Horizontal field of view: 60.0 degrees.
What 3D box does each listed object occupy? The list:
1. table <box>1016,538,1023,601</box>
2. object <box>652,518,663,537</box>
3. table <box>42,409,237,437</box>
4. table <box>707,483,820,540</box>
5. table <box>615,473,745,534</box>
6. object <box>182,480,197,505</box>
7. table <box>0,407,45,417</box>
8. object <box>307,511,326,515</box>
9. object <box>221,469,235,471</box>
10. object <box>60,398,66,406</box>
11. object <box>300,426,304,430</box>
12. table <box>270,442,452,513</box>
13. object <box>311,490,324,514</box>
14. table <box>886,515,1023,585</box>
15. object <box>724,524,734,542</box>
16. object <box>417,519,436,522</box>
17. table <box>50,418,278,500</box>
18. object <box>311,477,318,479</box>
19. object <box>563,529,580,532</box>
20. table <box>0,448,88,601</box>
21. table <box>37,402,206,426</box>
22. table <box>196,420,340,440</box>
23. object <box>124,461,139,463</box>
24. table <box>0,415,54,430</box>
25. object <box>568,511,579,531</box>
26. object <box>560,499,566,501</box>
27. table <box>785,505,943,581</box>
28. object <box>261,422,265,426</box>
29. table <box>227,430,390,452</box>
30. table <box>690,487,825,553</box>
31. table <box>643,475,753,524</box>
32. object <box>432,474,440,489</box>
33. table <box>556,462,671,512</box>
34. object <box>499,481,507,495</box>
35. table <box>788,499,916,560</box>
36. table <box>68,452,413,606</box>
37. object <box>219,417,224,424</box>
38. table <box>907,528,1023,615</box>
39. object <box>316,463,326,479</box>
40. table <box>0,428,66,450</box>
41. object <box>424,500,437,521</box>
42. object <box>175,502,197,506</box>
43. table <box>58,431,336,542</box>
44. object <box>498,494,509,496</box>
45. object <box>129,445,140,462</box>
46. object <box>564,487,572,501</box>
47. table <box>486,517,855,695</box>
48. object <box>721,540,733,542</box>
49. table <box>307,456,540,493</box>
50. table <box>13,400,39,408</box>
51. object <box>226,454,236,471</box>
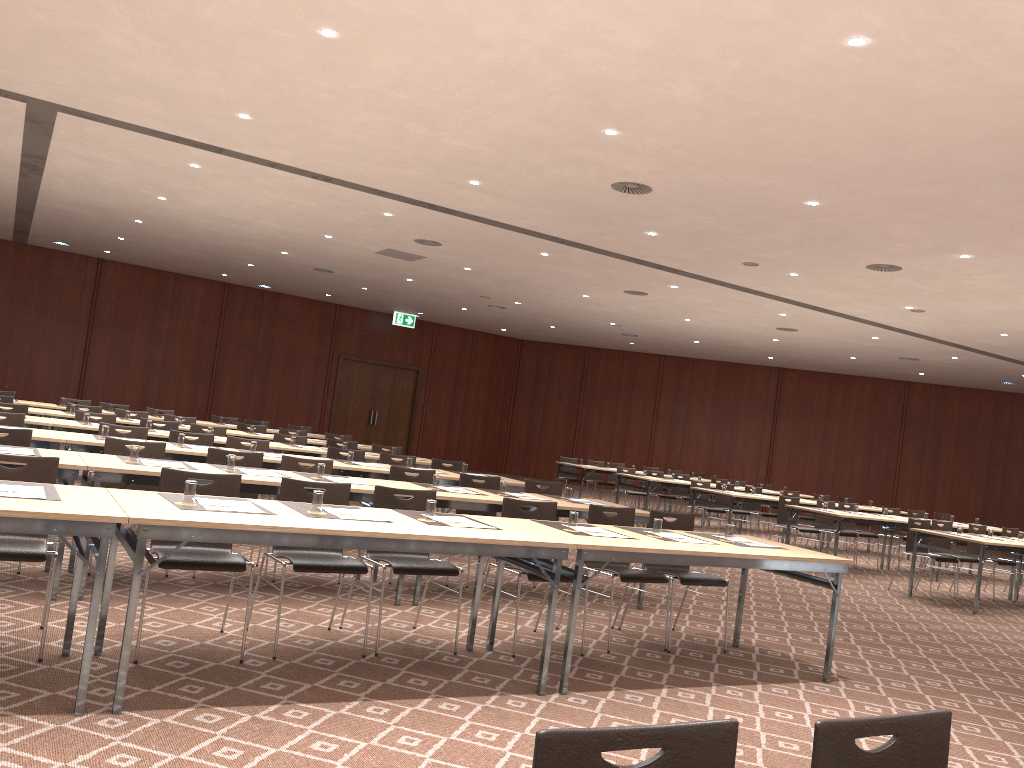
[{"bbox_3d":[7.969,2.661,12.133,2.269,0.832,0.953,9,-3,-30],"label":"table"},{"bbox_3d":[0.942,0.930,5.745,0.054,0.114,0.054,7,-2,26],"label":"object"},{"bbox_3d":[-4.905,0.902,11.568,2.269,0.832,0.953,9,-3,-30],"label":"table"},{"bbox_3d":[4.973,2.505,17.327,2.269,0.832,0.953,9,-3,-30],"label":"table"},{"bbox_3d":[3.029,2.190,16.194,2.269,0.832,0.953,9,-3,-30],"label":"table"},{"bbox_3d":[-1.560,0.525,4.293,0.054,0.114,0.054,7,-2,26],"label":"object"},{"bbox_3d":[-6.848,0.587,10.435,2.269,0.832,0.953,9,-3,-30],"label":"table"},{"bbox_3d":[-1.017,0.671,4.621,0.102,0.001,0.102,6,-3,26],"label":"object"},{"bbox_3d":[-2.029,0.617,6.346,0.102,0.001,0.102,10,-4,-41],"label":"object"},{"bbox_3d":[-6.556,0.264,12.952,0.054,0.114,0.054,8,-2,4],"label":"object"},{"bbox_3d":[-3.492,0.761,14.736,0.054,0.114,0.054,7,-2,26],"label":"object"},{"bbox_3d":[-1.963,1.270,10.970,2.269,0.832,0.953,9,-3,-30],"label":"table"},{"bbox_3d":[-1.013,0.614,4.616,0.054,0.114,0.054,7,-2,26],"label":"object"},{"bbox_3d":[6.970,2.609,13.864,2.269,0.832,0.953,9,-3,-30],"label":"table"},{"bbox_3d":[1.491,1.020,6.083,0.054,0.114,0.054,7,-2,26],"label":"object"},{"bbox_3d":[-0.476,0.759,4.937,0.102,0.001,0.102,6,-3,26],"label":"object"},{"bbox_3d":[-3.906,0.954,9.837,2.269,0.832,0.953,9,-3,-30],"label":"table"},{"bbox_3d":[-1.462,0.709,6.667,0.102,0.001,0.102,10,-4,-41],"label":"object"},{"bbox_3d":[0.362,0.894,5.410,0.102,0.001,0.102,6,-3,26],"label":"object"},{"bbox_3d":[-3.852,0.743,5.241,2.269,0.832,0.953,9,-3,-30],"label":"table"},{"bbox_3d":[-5.903,0.850,13.299,2.269,0.832,0.953,9,-3,-30],"label":"table"},{"bbox_3d":[-3.960,1.166,14.433,2.269,0.832,0.953,9,-3,-30],"label":"table"},{"bbox_3d":[-2.579,0.527,6.008,0.102,0.001,0.102,10,-4,-41],"label":"object"},{"bbox_3d":[-5.849,0.639,8.703,2.269,0.832,0.953,9,-3,-30],"label":"table"},{"bbox_3d":[0.374,0.839,5.424,0.054,0.114,0.054,7,-2,26],"label":"object"},{"bbox_3d":[0.475,1.023,7.789,0.102,0.001,0.102,10,-4,-41],"label":"object"},{"bbox_3d":[5.027,2.294,12.731,2.269,0.832,0.953,9,-3,-30],"label":"table"},{"bbox_3d":[-4.050,0.671,14.414,0.054,0.114,0.054,8,-2,4],"label":"object"},{"bbox_3d":[-2.961,1.218,12.701,2.269,0.832,0.953,9,-3,-30],"label":"table"},{"bbox_3d":[4.028,2.242,14.463,2.269,0.832,0.953,9,-3,-30],"label":"table"},{"bbox_3d":[3.974,2.453,19.059,2.269,0.832,0.953,9,-3,-30],"label":"table"},{"bbox_3d":[-0.612,0.788,7.156,0.054,0.114,0.054,8,-2,4],"label":"object"},{"bbox_3d":[2.031,2.138,17.926,2.269,0.832,0.953,9,-3,-30],"label":"table"},{"bbox_3d":[-0.073,0.876,7.481,0.054,0.114,0.054,8,-2,4],"label":"object"},{"bbox_3d":[5.971,2.557,15.596,2.269,0.832,0.953,9,-3,-30],"label":"table"},{"bbox_3d":[-1.909,1.058,6.374,2.269,0.832,0.953,9,-3,-30],"label":"table"},{"bbox_3d":[-4.614,0.579,14.080,0.054,0.114,0.054,8,-2,4],"label":"object"},{"bbox_3d":[6.025,2.346,11.000,2.269,0.832,0.953,9,-3,-30],"label":"table"},{"bbox_3d":[-1.437,0.654,6.668,0.054,0.114,0.054,8,-2,4],"label":"object"},{"bbox_3d":[-4.851,0.691,6.972,2.269,0.832,0.953,9,-3,-30],"label":"table"},{"bbox_3d":[-0.454,0.705,4.947,0.054,0.114,0.054,7,-2,26],"label":"object"},{"bbox_3d":[-1.578,0.580,4.289,0.102,0.001,0.102,6,-3,26],"label":"object"},{"bbox_3d":[-2.907,1.006,8.105,2.269,0.832,0.953,9,-3,-30],"label":"table"},{"bbox_3d":[-0.075,0.934,7.473,0.102,0.001,0.102,10,-4,-41],"label":"object"},{"bbox_3d":[-2.560,0.472,6.015,0.054,0.114,0.054,8,-2,4],"label":"object"},{"bbox_3d":[0.495,0.968,7.798,0.054,0.114,0.054,7,-2,26],"label":"object"},{"bbox_3d":[1.033,1.426,5.775,2.269,0.832,0.953,9,-3,-30],"label":"table"},{"bbox_3d":[1.473,1.076,6.077,0.102,0.001,0.102,6,-3,26],"label":"object"},{"bbox_3d":[-0.964,1.322,9.238,2.269,0.832,0.953,9,-3,-30],"label":"table"},{"bbox_3d":[-7.847,0.535,12.166,2.269,0.832,0.953,9,-3,-30],"label":"table"},{"bbox_3d":[-2.009,0.562,6.348,0.054,0.114,0.054,8,-2,4],"label":"object"}]
